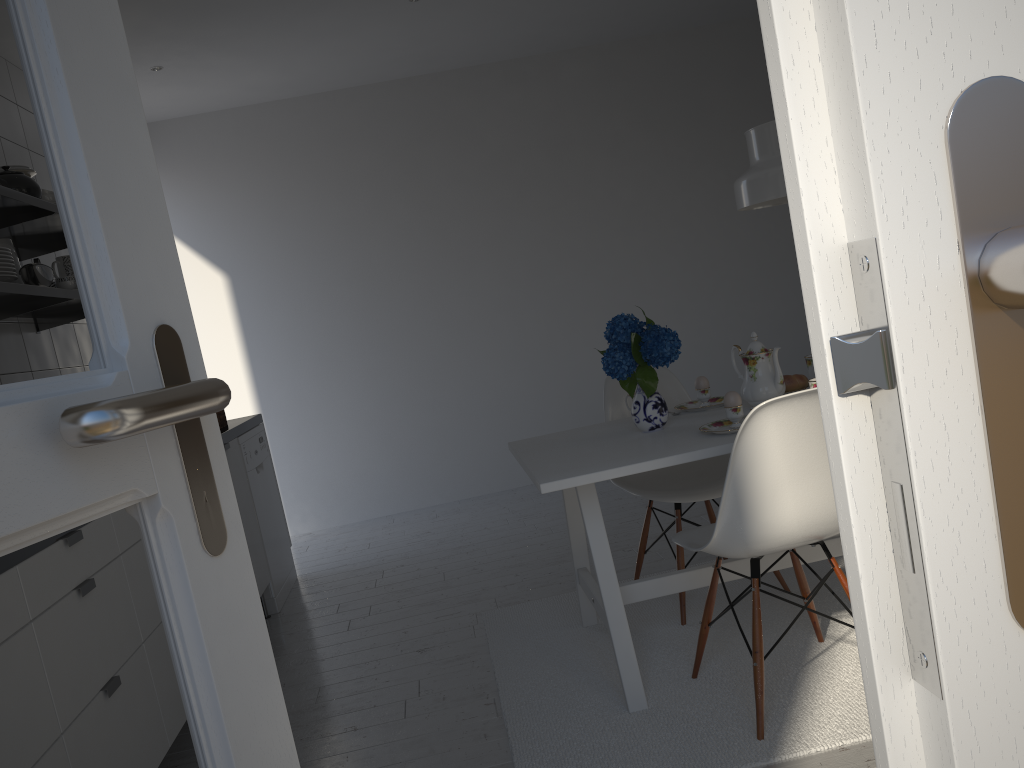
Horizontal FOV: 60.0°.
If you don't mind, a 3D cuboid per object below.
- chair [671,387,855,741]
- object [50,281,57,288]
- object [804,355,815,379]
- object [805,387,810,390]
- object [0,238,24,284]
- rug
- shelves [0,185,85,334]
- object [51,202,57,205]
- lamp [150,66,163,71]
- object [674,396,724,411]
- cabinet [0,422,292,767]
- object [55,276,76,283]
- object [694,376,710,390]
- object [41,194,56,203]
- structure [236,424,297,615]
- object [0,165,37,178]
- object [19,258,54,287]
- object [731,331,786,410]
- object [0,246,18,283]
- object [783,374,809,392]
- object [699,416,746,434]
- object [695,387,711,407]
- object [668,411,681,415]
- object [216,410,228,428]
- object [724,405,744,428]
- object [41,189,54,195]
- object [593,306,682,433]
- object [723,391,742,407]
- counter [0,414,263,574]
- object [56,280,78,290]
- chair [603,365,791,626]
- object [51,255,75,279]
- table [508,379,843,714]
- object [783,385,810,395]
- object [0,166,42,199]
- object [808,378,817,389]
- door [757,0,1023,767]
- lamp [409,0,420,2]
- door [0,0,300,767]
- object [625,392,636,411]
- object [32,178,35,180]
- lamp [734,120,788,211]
[{"bbox_3d":[0.662,0.392,2.209,0.464,0.804,0.541,-12,6,-11],"label":"chair"},{"bbox_3d":[-1.746,-0.341,3.417,0.082,0.100,0.108,-13,6,-16],"label":"object"},{"bbox_3d":[1.010,-0.050,2.915,0.078,0.096,0.090,-8,7,32],"label":"object"},{"bbox_3d":[0.970,-0.015,2.654,0.140,0.084,0.186,-12,5,-5],"label":"object"},{"bbox_3d":[-1.716,-0.364,2.895,0.150,0.217,0.309,-12,5,-8],"label":"object"},{"bbox_3d":[1.088,0.677,2.726,2.308,0.004,1.422,-12,5,-5],"label":"rug"},{"bbox_3d":[-1.630,-0.421,2.329,0.426,0.514,2.532,-12,5,-5],"label":"shelves"},{"bbox_3d":[-1.627,-0.613,3.113,0.121,0.024,0.121,-12,5,-9],"label":"object"},{"bbox_3d":[-1.728,-1.542,4.302,0.064,0.030,0.064,-12,5,-12],"label":"lamp"},{"bbox_3d":[0.631,0.068,2.892,0.201,0.016,0.200,-11,5,0],"label":"object"},{"bbox_3d":[-1.309,0.738,2.831,0.662,0.798,3.228,-12,5,-5],"label":"cabinet"},{"bbox_3d":[-1.659,-0.352,3.343,0.083,0.100,0.108,-8,6,29],"label":"object"},{"bbox_3d":[0.619,0.005,2.883,0.048,0.063,0.048,-11,6,-1],"label":"object"},{"bbox_3d":[-1.630,-0.634,3.112,0.082,0.050,0.079,-14,6,-32],"label":"object"},{"bbox_3d":[-1.368,0.649,4.099,0.508,0.794,0.572,-12,6,-5],"label":"structure"},{"bbox_3d":[-1.883,-0.787,3.340,0.163,0.047,0.163,-7,7,44],"label":"object"},{"bbox_3d":[-1.556,-0.355,2.906,0.101,0.135,0.209,-14,6,-23],"label":"object"},{"bbox_3d":[0.734,-0.043,2.643,0.140,0.231,0.148,-10,6,13],"label":"object"},{"bbox_3d":[-1.610,-0.347,2.558,0.301,0.196,0.305,-11,5,0],"label":"object"},{"bbox_3d":[0.864,-0.003,2.820,0.161,0.058,0.123,-10,5,10],"label":"object"},{"bbox_3d":[0.608,0.112,2.396,0.201,0.016,0.200,-11,5,0],"label":"object"},{"bbox_3d":[0.626,0.042,2.888,0.048,0.058,0.047,-7,7,36],"label":"object"},{"bbox_3d":[0.526,0.091,2.885,0.032,0.011,0.139,-11,5,-2],"label":"object"},{"bbox_3d":[-1.389,0.168,3.854,0.211,0.101,0.300,-11,5,-2],"label":"object"},{"bbox_3d":[0.603,0.086,2.394,0.048,0.058,0.047,-7,7,36],"label":"object"},{"bbox_3d":[-1.636,-0.662,3.109,0.078,0.068,0.082,-10,6,10],"label":"object"},{"bbox_3d":[0.380,-0.043,2.596,0.236,0.378,0.264,-11,6,-3],"label":"object"},{"bbox_3d":[0.595,0.050,2.389,0.048,0.063,0.048,-11,6,-1],"label":"object"},{"bbox_3d":[-1.396,0.330,2.782,0.650,0.046,3.229,-12,5,-5],"label":"counter"},{"bbox_3d":[-1.557,-0.336,3.121,0.082,0.048,0.079,-12,5,-12],"label":"object"},{"bbox_3d":[0.589,0.338,3.058,0.464,0.804,0.541,-13,6,-16],"label":"chair"},{"bbox_3d":[-1.750,-0.447,3.472,0.108,0.100,0.083,-15,7,-35],"label":"object"},{"bbox_3d":[0.980,0.362,2.685,1.824,0.663,0.811,-12,5,-5],"label":"table"},{"bbox_3d":[0.880,0.023,2.837,0.158,0.016,0.157,-11,5,5],"label":"object"},{"bbox_3d":[-1.629,-0.637,2.886,0.178,0.143,0.199,-7,7,36],"label":"object"},{"bbox_3d":[0.838,0.030,2.350,0.091,0.096,0.078,-12,6,-6],"label":"object"},{"bbox_3d":[0.398,-0.187,0.363,0.602,2.336,0.156,-12,7,-5],"label":"door"},{"bbox_3d":[-0.445,-1.777,4.065,0.064,0.030,0.064,-12,5,-12],"label":"lamp"},{"bbox_3d":[-0.397,-0.047,0.582,0.157,2.336,0.598,-9,7,15],"label":"door"},{"bbox_3d":[0.423,0.072,2.851,0.091,0.096,0.078,-12,6,-11],"label":"object"},{"bbox_3d":[-1.849,-0.665,3.361,0.185,0.209,0.158,-12,6,-5],"label":"object"},{"bbox_3d":[0.719,-1.193,2.504,0.374,1.329,0.371,-8,7,26],"label":"lamp"}]
